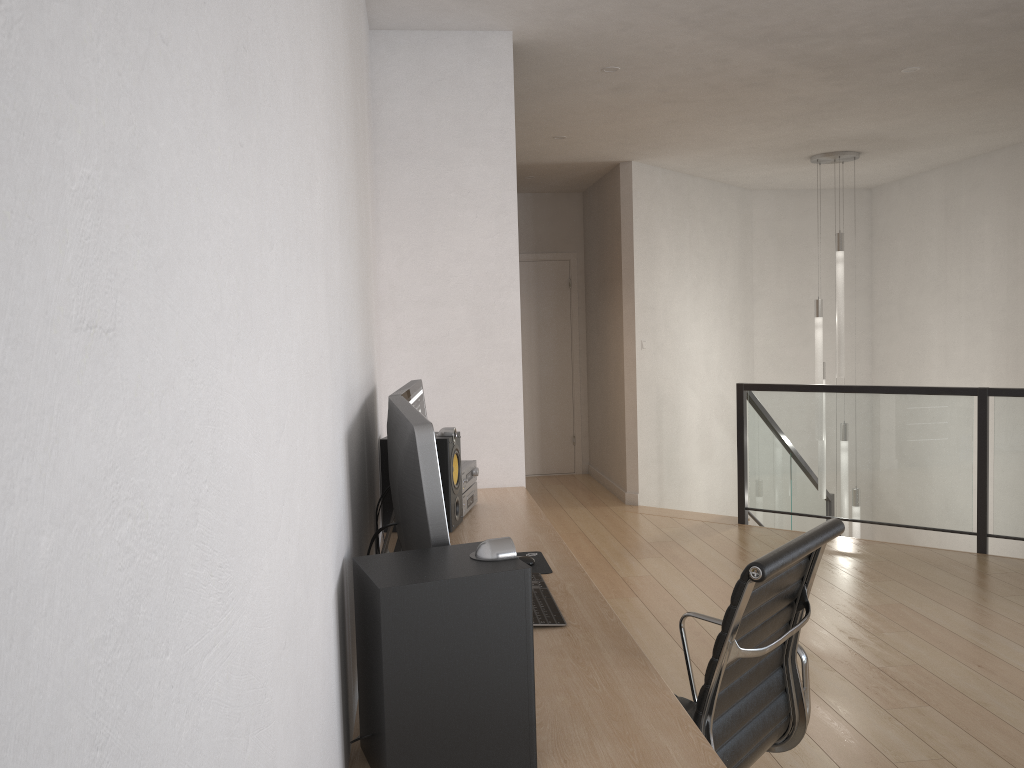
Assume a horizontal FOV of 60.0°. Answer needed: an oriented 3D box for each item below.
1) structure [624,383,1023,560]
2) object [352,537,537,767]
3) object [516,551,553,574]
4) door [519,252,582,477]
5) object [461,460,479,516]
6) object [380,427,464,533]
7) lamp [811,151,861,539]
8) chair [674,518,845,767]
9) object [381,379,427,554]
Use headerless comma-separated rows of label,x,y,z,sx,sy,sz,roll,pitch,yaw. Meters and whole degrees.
structure,3.402,2.085,6.710,4.190,4.339,2.823,1,5,39
object,-0.109,0.436,1.438,0.249,0.354,0.198,-3,4,-21
object,0.004,0.532,2.623,0.200,0.002,0.250,-2,4,-6
door,0.167,-0.172,8.480,0.974,2.136,0.085,-2,4,-6
object,-0.281,0.401,3.414,0.270,0.174,0.285,-1,4,9
object,-0.314,0.331,3.145,0.249,0.354,0.198,-1,4,9
lamp,2.542,-0.920,6.967,0.359,6.725,0.359,0,4,30
chair,0.376,0.812,2.045,0.699,0.991,0.664,2,5,44
object,-0.300,0.273,2.640,0.190,0.535,0.716,-2,4,-1
